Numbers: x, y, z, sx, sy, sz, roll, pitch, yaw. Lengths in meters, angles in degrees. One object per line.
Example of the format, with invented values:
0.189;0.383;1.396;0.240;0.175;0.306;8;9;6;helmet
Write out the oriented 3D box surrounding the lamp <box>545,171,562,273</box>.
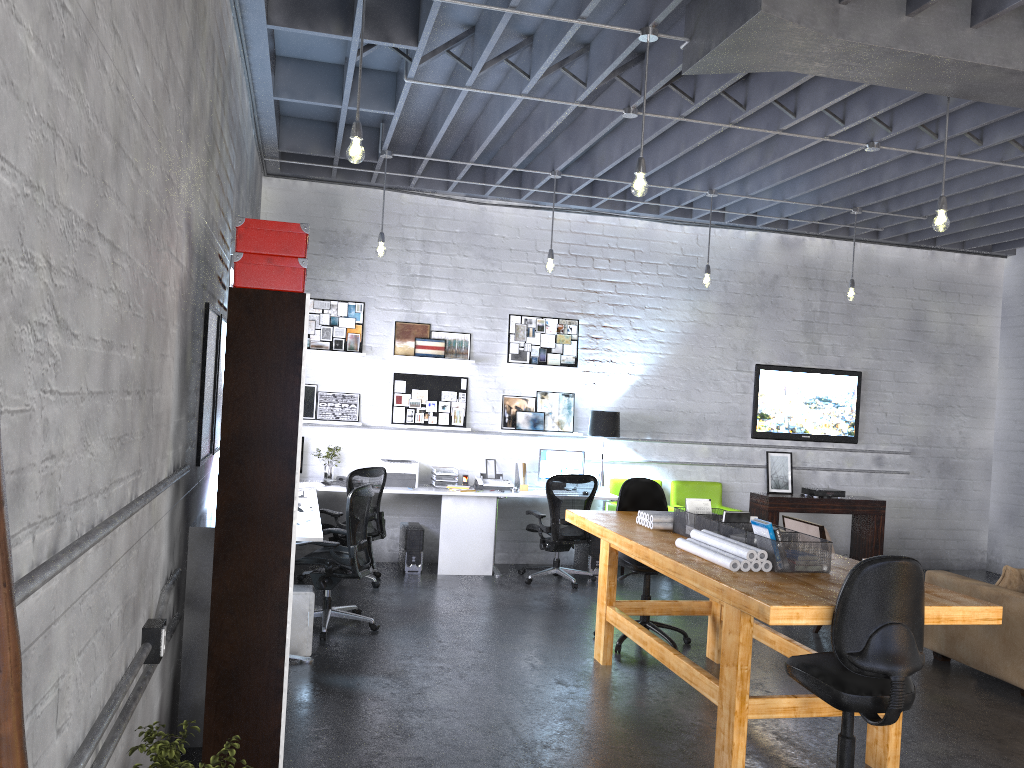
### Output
0.354;-1.403;7.713;0.104;0.878;0.104;3;0;-13;lamp

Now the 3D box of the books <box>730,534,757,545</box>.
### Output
1.320;0.837;4.792;0.232;0.027;0.184;4;-1;-41;books

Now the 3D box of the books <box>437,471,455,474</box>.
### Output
-0.664;0.869;8.714;0.134;0.008;0.203;4;-1;-30;books

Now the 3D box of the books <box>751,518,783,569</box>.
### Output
1.280;0.801;4.455;0.108;0.234;0.166;3;0;-13;books

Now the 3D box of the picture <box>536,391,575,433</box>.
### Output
0.444;0.287;9.123;0.410;0.408;0.047;3;0;-13;picture

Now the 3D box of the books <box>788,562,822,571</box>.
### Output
1.445;0.914;4.506;0.155;0.029;0.226;4;-1;-13;books

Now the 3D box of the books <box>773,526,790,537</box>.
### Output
1.532;0.915;5.407;0.244;0.067;0.298;3;-1;-4;books

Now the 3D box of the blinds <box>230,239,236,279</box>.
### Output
-1.953;-0.061;6.426;0.100;1.632;2.119;3;0;-13;blinds

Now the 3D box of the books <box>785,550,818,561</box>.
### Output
1.447;0.868;4.502;0.127;0.022;0.181;4;-1;-18;books

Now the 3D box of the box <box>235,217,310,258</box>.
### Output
-0.913;-0.542;3.388;0.270;0.131;0.206;4;-1;-13;box

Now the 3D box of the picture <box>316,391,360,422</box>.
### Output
-1.688;0.221;8.613;0.410;0.277;0.036;3;0;-13;picture

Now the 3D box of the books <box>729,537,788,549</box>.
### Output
1.327;0.862;4.798;0.250;0.022;0.205;3;-1;-8;books

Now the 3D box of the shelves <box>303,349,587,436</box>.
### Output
-0.747;0.095;8.758;3.024;0.694;0.199;4;0;-13;shelves

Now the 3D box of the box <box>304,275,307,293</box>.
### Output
-0.969;-0.413;3.591;0.270;0.131;0.206;4;-1;-13;box

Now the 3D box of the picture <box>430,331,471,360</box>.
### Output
-0.616;-0.382;8.859;0.410;0.277;0.036;3;0;-13;picture

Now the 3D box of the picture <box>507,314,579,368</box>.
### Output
0.323;-0.437;9.077;0.749;0.503;0.058;3;0;-13;picture

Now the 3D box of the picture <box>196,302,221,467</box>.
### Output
-1.537;0.002;4.497;0.020;0.780;0.606;3;0;-13;picture

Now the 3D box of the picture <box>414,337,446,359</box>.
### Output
-0.814;-0.354;8.796;0.311;0.196;0.029;3;0;-13;picture

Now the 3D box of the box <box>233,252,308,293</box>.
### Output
-0.921;-0.413;3.388;0.270;0.131;0.206;4;-1;-13;box

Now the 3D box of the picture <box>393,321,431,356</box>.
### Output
-0.988;-0.438;8.772;0.355;0.343;0.042;3;0;-13;picture

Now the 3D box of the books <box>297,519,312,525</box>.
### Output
-1.438;0.892;5.761;0.212;0.010;0.171;3;-1;13;books

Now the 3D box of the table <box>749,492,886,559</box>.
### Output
3.304;1.631;9.646;1.410;0.820;0.403;4;0;-13;table

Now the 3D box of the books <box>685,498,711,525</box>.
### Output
1.162;0.821;5.523;0.171;0.210;0.046;3;0;-13;books

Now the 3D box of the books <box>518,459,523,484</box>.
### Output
0.080;0.904;8.863;0.043;0.296;0.210;3;0;-13;books

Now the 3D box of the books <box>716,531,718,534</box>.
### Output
1.240;0.874;5.127;0.248;0.021;0.176;4;-1;-14;books

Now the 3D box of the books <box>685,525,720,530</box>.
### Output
1.194;0.877;5.345;0.233;0.022;0.184;4;-1;-15;books

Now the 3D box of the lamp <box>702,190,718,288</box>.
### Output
1.793;-1.314;8.059;0.104;0.878;0.104;3;0;-13;lamp

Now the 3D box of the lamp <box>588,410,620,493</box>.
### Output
0.926;0.690;9.033;0.333;0.832;0.334;3;0;38;lamp

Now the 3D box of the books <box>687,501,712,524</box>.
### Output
1.166;0.827;5.492;0.158;0.200;0.082;3;0;-14;books

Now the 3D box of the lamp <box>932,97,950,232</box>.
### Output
2.497;-1.315;5.114;0.104;0.878;0.104;3;0;-13;lamp

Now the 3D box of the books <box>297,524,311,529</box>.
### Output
-1.439;0.914;5.754;0.213;0.012;0.158;3;-1;12;books

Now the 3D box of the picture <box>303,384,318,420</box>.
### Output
-2.060;0.165;8.526;0.355;0.343;0.042;3;0;-13;picture

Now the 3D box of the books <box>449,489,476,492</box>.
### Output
-0.471;1.009;8.438;0.148;0.014;0.211;3;-1;41;books

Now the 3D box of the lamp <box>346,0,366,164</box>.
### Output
-0.743;-1.516;4.337;0.104;0.878;0.104;3;0;-13;lamp

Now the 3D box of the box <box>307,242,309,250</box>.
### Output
-0.962;-0.543;3.590;0.268;0.133;0.206;4;-1;-13;box

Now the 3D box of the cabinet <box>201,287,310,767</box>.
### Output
-1.057;0.675;3.709;0.291;2.047;0.873;3;0;-13;cabinet

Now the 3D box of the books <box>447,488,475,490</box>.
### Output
-0.484;0.994;8.422;0.211;0.014;0.148;4;-1;-39;books

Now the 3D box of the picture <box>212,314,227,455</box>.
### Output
-1.700;0.002;5.180;0.020;0.780;0.606;3;0;-13;picture

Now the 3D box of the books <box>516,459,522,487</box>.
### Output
0.072;0.904;8.857;0.036;0.296;0.210;3;0;-13;books

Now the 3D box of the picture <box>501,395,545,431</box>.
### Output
0.117;0.299;9.036;0.452;0.345;0.054;3;0;-13;picture

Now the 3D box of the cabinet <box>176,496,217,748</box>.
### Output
-1.423;1.181;4.696;0.465;1.021;1.151;3;0;-13;cabinet

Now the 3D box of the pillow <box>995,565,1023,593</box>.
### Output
3.488;1.430;6.038;0.523;0.403;0.319;3;0;6;pillow

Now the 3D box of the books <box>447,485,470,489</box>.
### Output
-0.508;0.978;8.413;0.211;0.014;0.148;3;-1;1;books

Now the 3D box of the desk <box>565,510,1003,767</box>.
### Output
1.226;1.390;5.079;1.115;0.926;2.831;3;-1;-13;desk

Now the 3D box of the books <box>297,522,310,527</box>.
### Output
-1.442;0.902;5.756;0.209;0.012;0.158;3;-1;10;books

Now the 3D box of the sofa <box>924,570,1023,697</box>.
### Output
4.230;1.732;6.252;2.331;0.628;1.104;4;-1;-13;sofa

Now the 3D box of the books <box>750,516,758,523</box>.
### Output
1.303;0.835;5.003;0.143;0.188;0.061;3;0;-13;books

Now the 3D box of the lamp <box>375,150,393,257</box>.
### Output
-1.068;-1.492;7.373;0.104;0.878;0.104;3;0;-13;lamp

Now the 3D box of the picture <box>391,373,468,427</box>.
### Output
-0.814;0.162;8.815;0.749;0.503;0.058;3;0;-13;picture

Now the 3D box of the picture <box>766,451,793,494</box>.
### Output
2.928;0.970;9.698;0.308;0.457;0.092;3;0;-13;picture

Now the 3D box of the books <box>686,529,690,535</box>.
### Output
1.199;0.904;5.353;0.249;0.031;0.184;4;-1;-11;books

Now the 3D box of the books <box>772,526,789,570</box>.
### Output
1.315;0.816;4.448;0.097;0.209;0.157;3;0;-14;books

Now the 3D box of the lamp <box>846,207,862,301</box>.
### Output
3.238;-1.224;8.405;0.104;0.878;0.104;3;0;30;lamp

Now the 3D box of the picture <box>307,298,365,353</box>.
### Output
-1.812;-0.570;8.565;0.749;0.503;0.058;3;0;-13;picture

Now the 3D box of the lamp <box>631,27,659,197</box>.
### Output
0.696;-1.427;4.682;0.104;0.878;0.104;3;0;-13;lamp

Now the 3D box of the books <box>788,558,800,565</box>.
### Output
1.449;0.890;4.508;0.141;0.021;0.203;4;-1;-12;books

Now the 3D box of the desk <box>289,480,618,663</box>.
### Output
-0.446;1.393;7.258;3.575;0.785;3.298;4;-1;-13;desk

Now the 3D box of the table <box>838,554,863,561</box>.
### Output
3.107;1.864;8.579;0.873;0.300;0.873;3;-1;-10;table

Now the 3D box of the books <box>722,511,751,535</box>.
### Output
1.244;0.817;4.957;0.158;0.214;0.063;3;0;-13;books
